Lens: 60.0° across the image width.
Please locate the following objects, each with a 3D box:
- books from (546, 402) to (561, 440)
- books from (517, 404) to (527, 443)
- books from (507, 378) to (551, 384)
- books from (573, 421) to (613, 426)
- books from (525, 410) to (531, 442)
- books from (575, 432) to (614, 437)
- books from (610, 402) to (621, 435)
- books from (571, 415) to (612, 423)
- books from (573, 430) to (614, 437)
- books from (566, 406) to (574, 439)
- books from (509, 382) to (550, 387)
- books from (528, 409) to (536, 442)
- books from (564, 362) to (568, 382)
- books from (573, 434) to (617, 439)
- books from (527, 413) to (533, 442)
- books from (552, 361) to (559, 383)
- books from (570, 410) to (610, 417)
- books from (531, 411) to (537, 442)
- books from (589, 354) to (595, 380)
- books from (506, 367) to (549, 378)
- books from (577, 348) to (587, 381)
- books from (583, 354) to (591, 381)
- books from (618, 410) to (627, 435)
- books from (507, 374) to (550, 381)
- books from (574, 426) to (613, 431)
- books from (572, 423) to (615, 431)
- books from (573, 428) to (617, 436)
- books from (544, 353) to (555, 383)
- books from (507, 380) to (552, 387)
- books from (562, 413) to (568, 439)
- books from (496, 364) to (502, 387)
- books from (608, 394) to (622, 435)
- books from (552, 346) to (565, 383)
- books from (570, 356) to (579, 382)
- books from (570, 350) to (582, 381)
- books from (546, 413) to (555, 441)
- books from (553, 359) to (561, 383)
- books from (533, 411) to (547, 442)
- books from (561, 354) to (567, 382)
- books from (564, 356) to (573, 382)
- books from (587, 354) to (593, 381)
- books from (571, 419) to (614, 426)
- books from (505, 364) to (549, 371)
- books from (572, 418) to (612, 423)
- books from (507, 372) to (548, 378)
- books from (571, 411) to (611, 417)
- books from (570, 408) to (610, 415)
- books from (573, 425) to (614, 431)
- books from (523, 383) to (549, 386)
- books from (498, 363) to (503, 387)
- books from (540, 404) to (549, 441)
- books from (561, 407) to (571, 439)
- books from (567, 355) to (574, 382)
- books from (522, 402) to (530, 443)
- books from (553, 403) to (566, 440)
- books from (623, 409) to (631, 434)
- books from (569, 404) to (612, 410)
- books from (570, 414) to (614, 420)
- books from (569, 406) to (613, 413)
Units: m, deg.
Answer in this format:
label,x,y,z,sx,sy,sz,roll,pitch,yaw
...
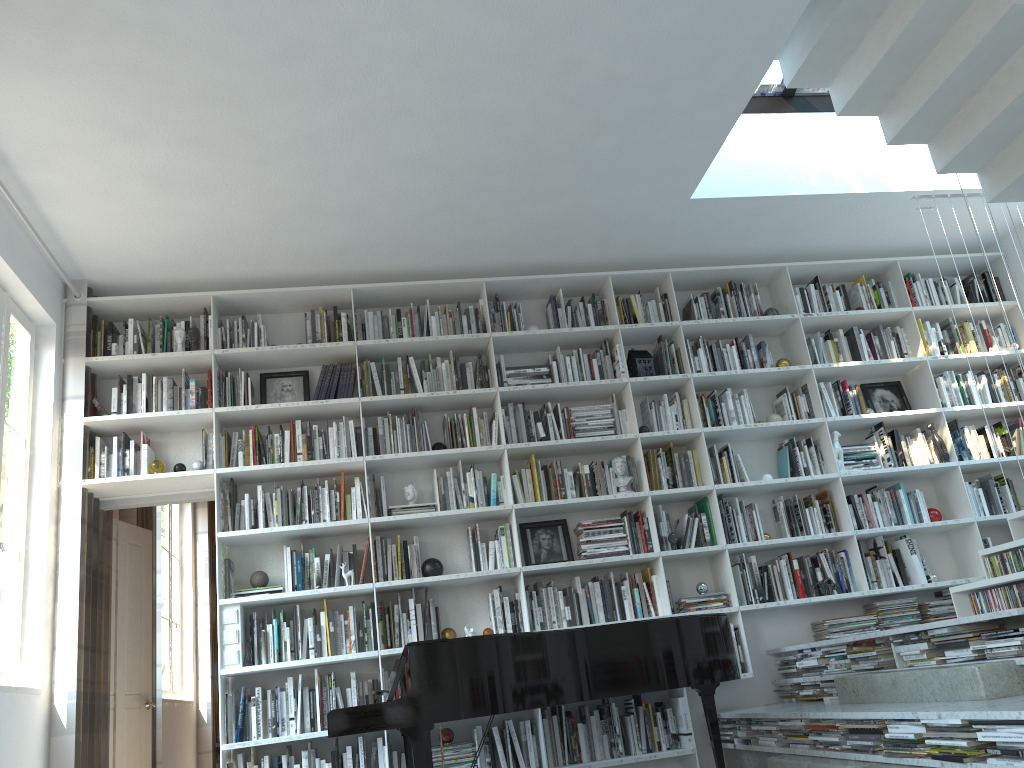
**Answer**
label,x,y,z,sx,sy,sz,roll,pitch,yaw
books,0.258,0.277,5.643,0.049,0.290,0.163,-4,-19,-10
books,0.058,0.291,5.612,0.029,0.294,0.151,-4,-19,-10
books,0.097,0.006,5.720,0.285,0.012,0.160,-3,-20,-12
books,0.503,0.278,5.686,0.254,0.012,0.161,-4,-20,-9
books,0.091,0.307,5.606,0.011,0.251,0.153,-4,-19,-10
books,0.512,0.346,5.664,0.254,0.012,0.161,-4,-20,-10
books,0.659,0.262,5.698,0.012,0.253,0.161,-4,-19,-10
books,0.499,0.243,5.695,0.254,0.012,0.161,-5,-20,-8
books,0.511,0.334,5.666,0.254,0.012,0.161,-4,-20,-11
books,0.354,0.284,5.634,0.013,0.246,0.177,-4,-19,-10
books,0.101,0.028,5.710,0.254,0.012,0.161,-3,-20,-13
books,0.118,0.305,5.607,0.014,0.249,0.173,-4,-19,-10
books,0.338,-0.032,5.774,0.011,0.203,0.134,-4,-19,-10
books,0.514,0.357,5.659,0.285,0.012,0.160,-4,-20,-9
books,0.105,0.315,5.605,0.014,0.232,0.147,-4,-19,-10
books,0.269,-0.024,5.743,0.025,0.187,0.194,-4,-19,-10
books,0.494,0.207,5.707,0.254,0.012,0.161,-5,-20,-8
books,0.130,0.309,5.609,0.011,0.238,0.148,-4,-19,-10
books,0.510,-0.062,5.795,0.012,0.229,0.159,-4,-19,-10
books,0.090,-0.056,5.741,0.285,0.024,0.160,-5,-20,-8
books,0.446,-0.075,5.793,0.023,0.268,0.185,-4,-19,-10
books,0.473,-0.058,5.781,0.023,0.222,0.191,-4,-19,-10
books,0.693,0.290,5.707,0.029,0.198,0.172,-4,-19,-10
books,0.097,-0.013,5.719,0.285,0.024,0.160,-6,-19,-5
books,0.508,0.311,5.672,0.254,0.012,0.161,-5,-20,-8
books,0.504,0.289,5.682,0.285,0.012,0.160,-4,-20,-9
books,0.510,0.321,5.666,0.285,0.012,0.160,-3,-20,-13
books,0.245,-0.053,5.755,0.012,0.253,0.161,-4,-19,-10
books,0.099,0.017,5.713,0.285,0.012,0.160,-3,-20,-13
books,0.320,0.308,5.643,0.024,0.215,0.133,-4,-19,-10
books,-0.097,-0.006,5.677,0.027,0.200,0.168,-4,-19,-10
books,0.665,0.236,5.725,0.012,0.317,0.140,-4,-19,-10
books,0.305,-0.077,5.755,0.011,0.283,0.191,-4,-19,-10
books,0.396,-0.047,5.776,0.028,0.218,0.184,-4,-19,-10
books,0.418,-0.068,5.808,0.029,0.272,0.141,-4,-19,-10
books,0.236,0.313,5.624,0.024,0.216,0.148,-4,-19,-10
books,0.286,-0.033,5.781,0.024,0.222,0.129,-4,-19,-10
books,0.170,0.306,5.609,0.066,0.236,0.154,-4,-19,-10
books,0.322,-0.051,5.765,0.021,0.236,0.172,-4,-19,-10
books,0.358,-0.044,5.766,0.027,0.215,0.191,-4,-19,-10
books,0.498,-0.059,5.799,0.010,0.229,0.153,-4,-19,-10
books,0.502,0.265,5.685,0.285,0.012,0.160,-5,-19,-7
books,0.086,-0.077,5.754,0.285,0.024,0.160,-4,-20,-10
books,0.500,0.254,5.689,0.254,0.012,0.161,-3,-20,-13
books,0.094,-0.035,5.729,0.254,0.025,0.161,-3,-20,-14
books,0.496,0.218,5.697,0.254,0.012,0.161,-6,-19,-5
books,0.491,0.197,5.715,0.254,0.012,0.161,-4,-20,-10
books,0.507,0.299,5.676,0.254,0.012,0.161,-3,-20,-12
books,0.103,0.038,5.702,0.254,0.012,0.161,-6,-19,-5
books,-0.080,-0.011,5.696,0.013,0.217,0.141,-4,-19,-10
books,0.209,0.284,5.637,0.022,0.284,0.131,-4,-19,-10
books,0.338,0.291,5.643,0.015,0.244,0.183,-4,-19,-10
books,0.373,-0.054,5.785,0.012,0.243,0.132,-4,-19,-10
books,0.078,0.285,5.609,0.011,0.299,0.180,-4,-19,-10
books,0.296,0.280,5.633,0.021,0.268,0.192,-4,-19,-10
books,0.721,0.287,5.718,0.030,0.204,0.159,-4,-19,-10
books,0.489,0.173,5.719,0.285,0.012,0.160,-5,-20,-8
books,0.497,0.232,5.701,0.285,0.012,0.160,-4,-20,-11
books,0.491,0.182,5.709,0.285,0.012,0.160,-2,-20,-15
